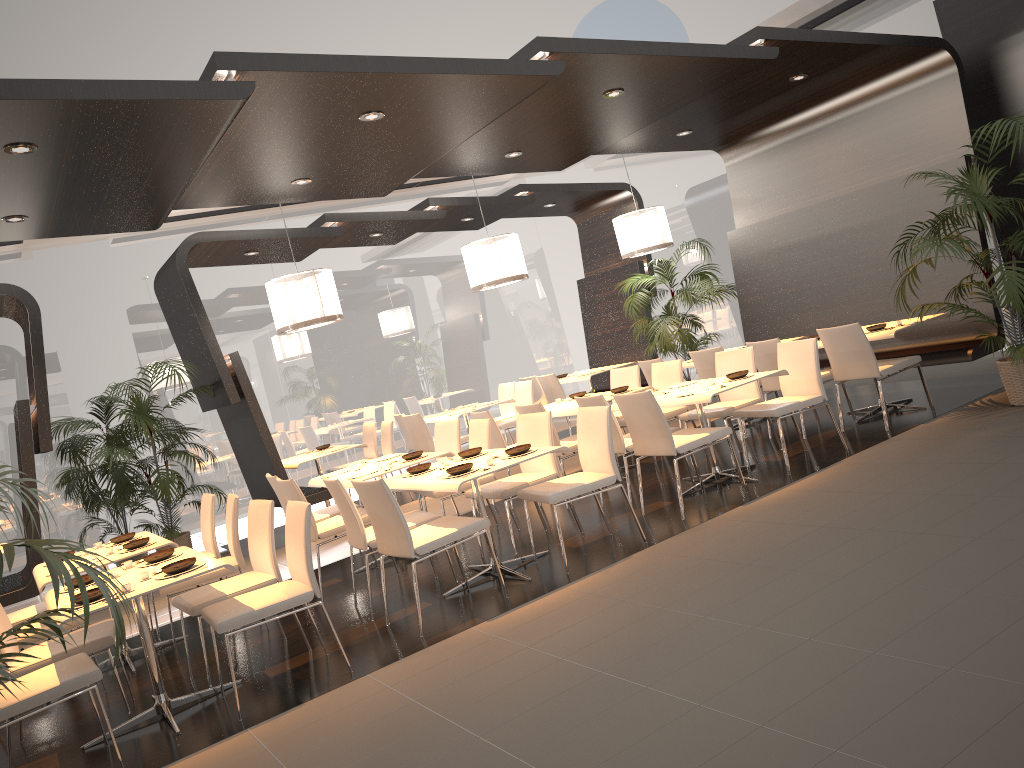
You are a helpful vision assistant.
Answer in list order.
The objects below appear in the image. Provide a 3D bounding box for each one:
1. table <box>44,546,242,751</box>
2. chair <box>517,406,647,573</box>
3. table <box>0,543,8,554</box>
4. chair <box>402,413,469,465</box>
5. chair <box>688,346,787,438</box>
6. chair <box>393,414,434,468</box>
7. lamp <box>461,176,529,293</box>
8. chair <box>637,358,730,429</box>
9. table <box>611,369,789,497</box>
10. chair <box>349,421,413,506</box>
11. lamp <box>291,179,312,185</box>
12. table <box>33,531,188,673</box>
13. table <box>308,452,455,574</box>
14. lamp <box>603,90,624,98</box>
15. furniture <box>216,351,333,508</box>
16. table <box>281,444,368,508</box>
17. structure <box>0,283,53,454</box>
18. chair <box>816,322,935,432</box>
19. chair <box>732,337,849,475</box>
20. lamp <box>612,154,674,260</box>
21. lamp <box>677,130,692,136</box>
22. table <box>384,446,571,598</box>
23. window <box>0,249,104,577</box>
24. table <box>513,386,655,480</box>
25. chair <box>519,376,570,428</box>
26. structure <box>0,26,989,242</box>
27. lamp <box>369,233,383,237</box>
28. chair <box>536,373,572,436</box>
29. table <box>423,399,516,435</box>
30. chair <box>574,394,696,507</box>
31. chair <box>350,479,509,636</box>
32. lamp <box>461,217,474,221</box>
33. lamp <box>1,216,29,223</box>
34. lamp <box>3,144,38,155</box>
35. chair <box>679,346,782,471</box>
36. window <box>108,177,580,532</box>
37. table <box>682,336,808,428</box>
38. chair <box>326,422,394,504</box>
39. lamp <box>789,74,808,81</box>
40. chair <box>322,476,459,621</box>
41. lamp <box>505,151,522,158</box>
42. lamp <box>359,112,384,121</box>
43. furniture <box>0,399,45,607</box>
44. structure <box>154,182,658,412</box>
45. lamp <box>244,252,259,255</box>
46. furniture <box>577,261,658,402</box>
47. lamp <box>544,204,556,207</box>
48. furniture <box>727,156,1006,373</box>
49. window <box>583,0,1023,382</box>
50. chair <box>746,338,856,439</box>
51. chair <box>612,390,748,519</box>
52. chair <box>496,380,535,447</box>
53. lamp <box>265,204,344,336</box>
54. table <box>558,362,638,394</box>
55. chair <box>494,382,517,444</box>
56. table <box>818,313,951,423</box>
[{"bbox_3d":[-1.872,1.352,4.554,0.807,0.726,1.138,-15,2,-31],"label":"table"},{"bbox_3d":[0.396,0.634,5.575,0.609,0.871,0.480,-14,0,-23],"label":"chair"},{"bbox_3d":[-4.853,1.934,7.913,0.807,0.726,1.138,-15,2,-31],"label":"table"},{"bbox_3d":[-0.814,0.699,10.069,0.610,0.875,0.479,-15,0,-33],"label":"chair"},{"bbox_3d":[2.134,0.030,8.437,0.610,0.875,0.479,-15,0,-33],"label":"chair"},{"bbox_3d":[-1.022,0.714,10.737,0.609,0.871,0.480,-14,0,-23],"label":"chair"},{"bbox_3d":[-0.362,-1.985,9.443,0.627,1.933,0.625,-14,-1,-3],"label":"lamp"},{"bbox_3d":[1.717,0.109,8.947,0.609,0.875,0.480,-14,0,-23],"label":"chair"},{"bbox_3d":[1.462,0.378,6.640,0.807,0.726,1.138,-15,2,-31],"label":"table"},{"bbox_3d":[-1.503,0.899,9.633,0.609,0.871,0.480,-14,0,-23],"label":"chair"},{"bbox_3d":[-1.652,-1.596,6.922,0.162,0.050,0.159,-16,3,-36],"label":"lamp"},{"bbox_3d":[-2.630,1.477,5.836,0.807,0.726,1.138,-15,2,-31],"label":"table"},{"bbox_3d":[-0.952,0.988,6.867,0.807,0.726,1.138,-15,2,-31],"label":"table"},{"bbox_3d":[0.765,-2.205,6.677,0.162,0.050,0.160,-16,3,-25],"label":"lamp"},{"bbox_3d":[-2.613,0.474,9.445,0.763,1.677,1.389,-14,0,-31],"label":"furniture"},{"bbox_3d":[-2.065,1.119,9.682,0.807,0.726,1.138,-15,2,-31],"label":"table"},{"bbox_3d":[-6.933,0.485,6.950,5.986,1.730,1.389,-16,1,-31],"label":"structure"},{"bbox_3d":[2.943,-0.113,7.214,0.610,0.871,0.480,-15,0,-28],"label":"chair"},{"bbox_3d":[2.035,0.157,6.602,0.609,0.875,0.480,-14,0,-23],"label":"chair"},{"bbox_3d":[1.379,-2.493,10.534,0.626,1.933,0.626,-14,-1,1],"label":"lamp"},{"bbox_3d":[1.765,-2.586,9.064,0.162,0.050,0.160,-16,3,-25],"label":"lamp"},{"bbox_3d":[-0.177,0.857,5.612,0.807,0.726,1.138,-15,2,-31],"label":"table"},{"bbox_3d":[-7.915,0.966,8.921,6.637,3.985,0.069,-16,-1,-31],"label":"window"},{"bbox_3d":[0.812,0.472,7.978,1.062,0.726,1.138,-15,2,-31],"label":"table"},{"bbox_3d":[0.534,0.261,11.685,0.610,0.871,0.480,-15,0,-28],"label":"chair"},{"bbox_3d":[-1.047,-0.999,6.279,10.756,1.739,2.877,-16,3,-31],"label":"structure"},{"bbox_3d":[-1.603,-1.773,10.422,0.162,0.056,0.160,-16,3,-36],"label":"lamp"},{"bbox_3d":[0.748,0.241,11.078,0.610,0.875,0.480,-14,0,-28],"label":"chair"},{"bbox_3d":[-0.491,0.659,10.656,0.807,0.726,1.138,-15,2,-31],"label":"table"},{"bbox_3d":[0.912,0.441,6.703,0.609,0.875,0.480,-14,0,-23],"label":"chair"},{"bbox_3d":[-0.496,0.890,5.100,0.610,0.871,0.479,-15,0,-33],"label":"chair"},{"bbox_3d":[-0.561,-2.077,11.076,0.162,0.056,0.160,-16,3,-36],"label":"lamp"},{"bbox_3d":[-3.311,-1.112,5.882,0.162,0.050,0.159,-16,3,-36],"label":"lamp"},{"bbox_3d":[-2.557,-1.234,4.593,0.161,0.050,0.159,-16,3,-25],"label":"lamp"},{"bbox_3d":[1.748,0.196,7.230,0.610,0.875,0.479,-15,0,-33],"label":"chair"},{"bbox_3d":[-1.940,-0.780,12.668,6.637,3.985,0.069,-16,-1,-31],"label":"window"},{"bbox_3d":[2.374,0.016,8.940,0.807,0.726,1.138,-15,2,-31],"label":"table"},{"bbox_3d":[-1.783,0.942,10.199,0.610,0.875,0.480,-14,0,-28],"label":"chair"},{"bbox_3d":[2.519,-2.708,7.775,0.162,0.050,0.160,-16,3,-25],"label":"lamp"},{"bbox_3d":[-0.790,0.937,5.616,0.609,0.871,0.480,-14,0,-23],"label":"chair"},{"bbox_3d":[0.011,-2.082,7.966,0.162,0.050,0.160,-16,3,-25],"label":"lamp"},{"bbox_3d":[-0.899,-1.719,5.633,0.162,0.050,0.160,-16,3,-25],"label":"lamp"},{"bbox_3d":[-4.694,1.082,8.139,0.763,1.677,1.389,-14,0,-31],"label":"furniture"},{"bbox_3d":[-0.990,-1.251,10.677,5.986,1.730,1.389,-16,1,-31],"label":"structure"},{"bbox_3d":[-2.846,-1.438,9.648,0.161,0.055,0.159,-16,3,-25],"label":"lamp"},{"bbox_3d":[1.248,-0.654,11.867,0.763,1.677,1.389,-14,0,-31],"label":"furniture"},{"bbox_3d":[0.497,-2.386,11.740,0.162,0.056,0.160,-16,3,-36],"label":"lamp"},{"bbox_3d":[3.154,-0.970,8.698,0.763,1.676,2.877,-14,2,-31],"label":"furniture"},{"bbox_3d":[3.186,-2.028,11.367,0.071,3.982,6.526,-14,1,-31],"label":"window"},{"bbox_3d":[2.490,-0.023,7.692,0.609,0.871,0.480,-14,0,-23],"label":"chair"},{"bbox_3d":[1.144,0.413,6.127,0.610,0.875,0.480,-14,0,-28],"label":"chair"},{"bbox_3d":[0.027,0.450,10.615,0.610,0.871,0.480,-15,0,-28],"label":"chair"},{"bbox_3d":[-2.129,-1.468,8.334,0.627,1.933,0.625,-14,-1,-3],"label":"lamp"},{"bbox_3d":[1.090,0.198,11.640,0.807,0.726,1.138,-15,2,-31],"label":"table"},{"bbox_3d":[-0.185,0.474,11.222,0.610,0.875,0.480,-14,0,-28],"label":"chair"},{"bbox_3d":[3.148,-0.114,7.685,0.807,0.726,1.138,-15,2,-31],"label":"table"}]
